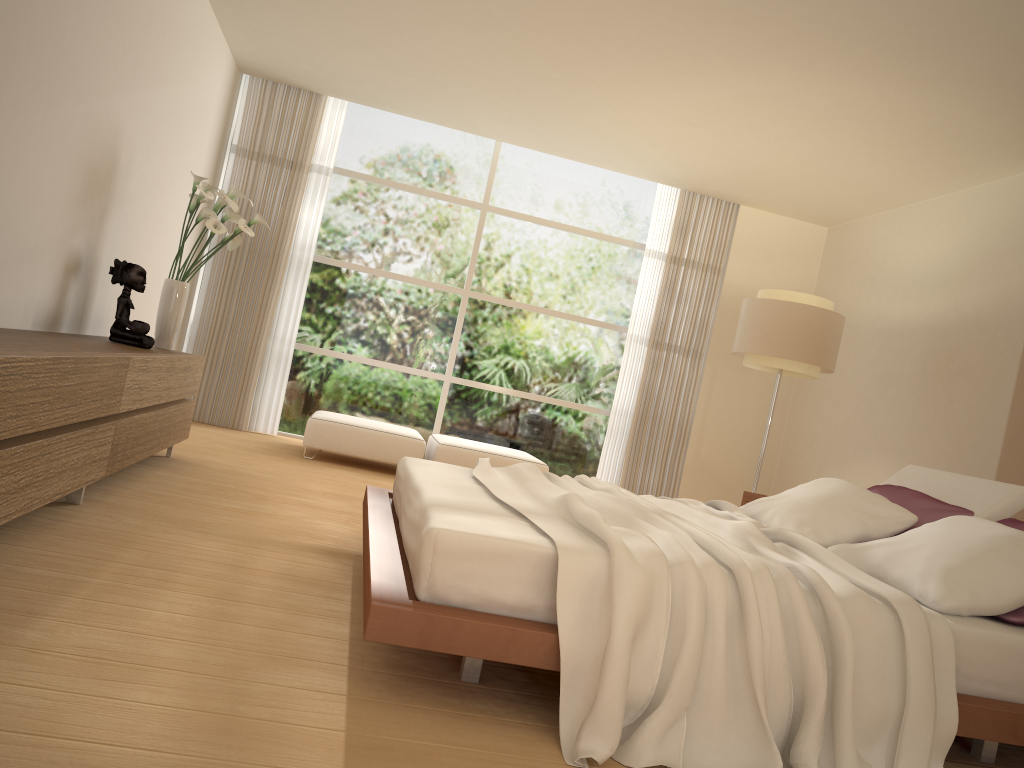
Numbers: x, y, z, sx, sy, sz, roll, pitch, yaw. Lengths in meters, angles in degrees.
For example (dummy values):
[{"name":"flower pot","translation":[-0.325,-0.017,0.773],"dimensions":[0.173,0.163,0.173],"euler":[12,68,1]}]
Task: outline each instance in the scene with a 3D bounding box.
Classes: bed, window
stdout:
[{"name":"bed","translation":[0.697,0.768,3.486],"dimensions":[2.535,0.570,2.599],"euler":[12,0,-10]},{"name":"window","translation":[-0.444,-0.876,8.543],"dimensions":[4.781,3.371,0.071],"euler":[12,0,-10]}]

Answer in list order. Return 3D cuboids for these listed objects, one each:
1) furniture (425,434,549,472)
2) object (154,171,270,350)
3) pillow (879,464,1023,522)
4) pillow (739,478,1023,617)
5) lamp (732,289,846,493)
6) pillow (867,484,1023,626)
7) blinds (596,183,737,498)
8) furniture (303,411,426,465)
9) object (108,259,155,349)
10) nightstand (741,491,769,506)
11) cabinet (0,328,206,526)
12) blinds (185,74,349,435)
[{"name":"furniture","translation":[-0.247,0.706,7.641],"dimensions":[0.965,0.346,0.964],"euler":[12,0,-10]},{"name":"object","translation":[-1.864,-0.714,5.416],"dimensions":[0.608,1.085,0.515],"euler":[12,0,38]},{"name":"pillow","translation":[2.084,0.648,3.775],"dimensions":[0.461,0.457,1.779],"euler":[12,0,-11]},{"name":"pillow","translation":[1.491,0.608,3.657],"dimensions":[0.561,0.339,1.720],"euler":[12,0,-10]},{"name":"lamp","translation":[1.973,0.324,6.816],"dimensions":[0.817,2.018,0.817],"euler":[12,0,33]},{"name":"pillow","translation":[1.754,0.650,3.709],"dimensions":[0.575,0.369,1.683],"euler":[12,0,-10]},{"name":"blinds","translation":[1.512,-0.446,8.574],"dimensions":[0.814,3.351,0.202],"euler":[12,0,-11]},{"name":"furniture","translation":[-1.244,0.490,7.466],"dimensions":[0.965,0.346,0.964],"euler":[12,0,-10]},{"name":"object","translation":[-2.084,-0.439,4.885],"dimensions":[0.282,0.453,0.181],"euler":[12,0,-10]},{"name":"nightstand","translation":[2.050,1.076,3.779],"dimensions":[0.493,0.539,4.220],"euler":[12,0,-10]},{"name":"cabinet","translation":[-1.985,0.145,3.750],"dimensions":[0.588,0.662,3.713],"euler":[12,0,-10]},{"name":"blinds","translation":[-2.237,-1.257,7.968],"dimensions":[0.950,3.352,0.211],"euler":[12,0,-11]}]
